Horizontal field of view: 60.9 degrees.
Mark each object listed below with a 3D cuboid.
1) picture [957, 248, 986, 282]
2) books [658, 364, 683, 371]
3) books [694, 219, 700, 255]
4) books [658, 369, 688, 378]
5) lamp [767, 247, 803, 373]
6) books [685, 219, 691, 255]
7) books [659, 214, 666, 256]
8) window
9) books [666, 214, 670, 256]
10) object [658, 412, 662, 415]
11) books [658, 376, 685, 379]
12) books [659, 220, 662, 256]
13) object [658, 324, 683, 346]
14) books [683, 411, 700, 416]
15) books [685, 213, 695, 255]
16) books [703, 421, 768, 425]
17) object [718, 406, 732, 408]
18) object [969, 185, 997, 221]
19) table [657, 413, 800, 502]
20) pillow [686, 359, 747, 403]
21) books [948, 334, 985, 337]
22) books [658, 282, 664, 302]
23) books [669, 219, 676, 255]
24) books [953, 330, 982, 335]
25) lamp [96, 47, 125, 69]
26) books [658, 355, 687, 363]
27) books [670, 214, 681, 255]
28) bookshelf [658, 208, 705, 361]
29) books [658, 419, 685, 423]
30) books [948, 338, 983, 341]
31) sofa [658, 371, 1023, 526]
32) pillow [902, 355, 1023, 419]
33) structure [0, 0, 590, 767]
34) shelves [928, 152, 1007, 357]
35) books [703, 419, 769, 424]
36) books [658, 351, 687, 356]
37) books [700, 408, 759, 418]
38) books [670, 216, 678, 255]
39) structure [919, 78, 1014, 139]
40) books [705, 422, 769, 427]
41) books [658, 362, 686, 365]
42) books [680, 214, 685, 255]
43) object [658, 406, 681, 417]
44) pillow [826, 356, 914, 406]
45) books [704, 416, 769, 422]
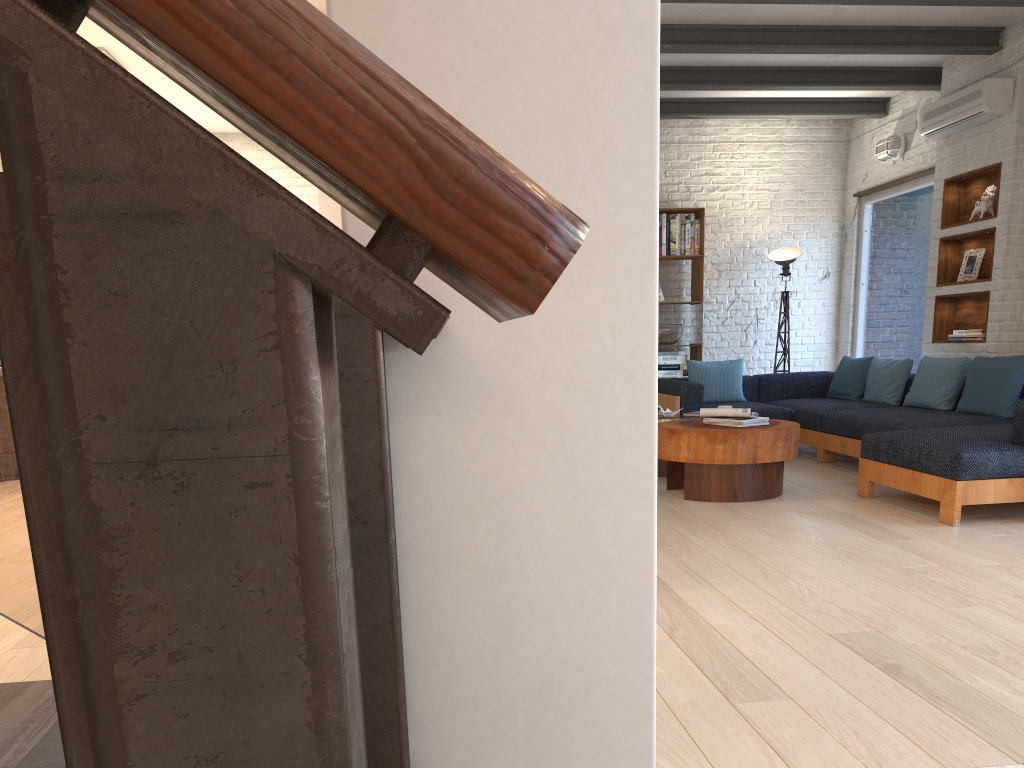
[{"bbox_3d":[3.555,-0.915,6.729,0.102,0.252,0.188,-5,10,-16],"label":"picture"},{"bbox_3d":[1.494,-0.166,8.631,0.326,0.057,0.249,-2,3,-12],"label":"books"},{"bbox_3d":[1.752,-1.401,8.432,0.055,0.339,0.247,-3,9,-7],"label":"books"},{"bbox_3d":[1.522,-0.106,8.659,0.378,0.066,0.239,-3,4,-20],"label":"books"},{"bbox_3d":[2.834,-0.395,8.402,0.499,1.901,0.851,-10,14,-34],"label":"lamp"},{"bbox_3d":[1.658,-1.396,8.400,0.055,0.339,0.247,-3,9,-7],"label":"books"},{"bbox_3d":[1.425,-1.415,8.364,0.036,0.395,0.236,-3,10,-7],"label":"books"},{"bbox_3d":[4.361,-2.474,2.354,0.647,6.571,12.030,-3,5,-7],"label":"window"},{"bbox_3d":[1.461,-1.417,8.378,0.036,0.395,0.236,-3,10,-7],"label":"books"},{"bbox_3d":[1.062,0.235,6.849,0.299,0.028,0.067,-3,4,-29],"label":"object"},{"bbox_3d":[1.510,-0.046,8.686,0.362,0.057,0.275,-2,3,-4],"label":"books"},{"bbox_3d":[1.377,-1.387,8.385,0.055,0.339,0.247,-3,9,-7],"label":"books"},{"bbox_3d":[1.484,-0.481,8.600,0.401,0.207,0.392,2,6,35],"label":"object"},{"bbox_3d":[1.453,0.229,6.757,0.161,0.023,0.227,1,4,42],"label":"books"},{"bbox_3d":[1.704,-1.426,8.405,0.036,0.395,0.236,-3,10,-7],"label":"books"},{"bbox_3d":[1.435,0.240,5.597,0.249,0.011,0.314,-4,3,-37],"label":"books"},{"bbox_3d":[1.509,0.211,6.180,0.108,0.111,0.105,-1,8,9],"label":"object"},{"bbox_3d":[3.538,-1.352,6.535,0.112,0.250,0.209,-2,9,1],"label":"object"},{"bbox_3d":[1.290,0.468,6.148,1.076,0.458,1.784,-2,3,-1],"label":"table"},{"bbox_3d":[1.842,-0.022,7.870,0.555,0.421,0.216,-3,11,-7],"label":"pillow"},{"bbox_3d":[3.537,-0.375,6.769,0.171,0.019,0.230,-2,3,-5],"label":"books"},{"bbox_3d":[1.370,-0.953,8.464,0.158,0.339,0.247,-3,9,-7],"label":"books"},{"bbox_3d":[1.510,-1.390,8.375,0.055,0.339,0.247,-3,9,-7],"label":"books"},{"bbox_3d":[3.537,-0.402,6.770,0.132,0.035,0.200,-2,3,3],"label":"books"},{"bbox_3d":[-2.705,-1.942,5.462,0.450,0.175,0.439,-2,4,-7],"label":"lamp"},{"bbox_3d":[1.513,-0.250,8.645,0.379,0.066,0.238,-2,3,-12],"label":"books"},{"bbox_3d":[1.572,-1.422,8.404,0.036,0.395,0.236,-3,10,-7],"label":"books"},{"bbox_3d":[1.166,-0.530,8.518,1.316,2.269,0.352,-3,12,-6],"label":"bookshelf"},{"bbox_3d":[1.111,0.269,6.279,0.318,0.011,0.246,-2,3,6],"label":"books"},{"bbox_3d":[3.529,-0.349,6.786,0.162,0.017,0.246,-2,3,3],"label":"books"},{"bbox_3d":[2.490,0.307,6.379,2.077,0.678,3.855,-2,3,-7],"label":"sofa"},{"bbox_3d":[3.206,-0.003,6.191,0.254,0.427,1.182,-3,4,-7],"label":"pillow"},{"bbox_3d":[-0.666,-1.147,1.543,10.143,4.256,13.519,-2,4,-7],"label":"structure"},{"bbox_3d":[3.550,-0.935,6.675,0.192,1.470,0.744,-3,11,-7],"label":"shelves"},{"bbox_3d":[1.430,0.230,5.577,0.249,0.011,0.314,-4,3,-37],"label":"books"},{"bbox_3d":[1.507,-0.301,8.629,0.379,0.037,0.238,-2,3,-6],"label":"books"},{"bbox_3d":[1.408,0.204,5.639,0.321,0.112,0.266,0,5,26],"label":"books"},{"bbox_3d":[1.546,-1.407,8.390,0.021,0.370,0.264,-3,9,-7],"label":"books"},{"bbox_3d":[3.321,-2.012,6.416,0.200,0.225,0.795,-3,4,-7],"label":"structure"},{"bbox_3d":[1.439,0.251,5.585,0.250,0.011,0.313,-3,3,-27],"label":"books"},{"bbox_3d":[1.508,-0.206,8.636,0.444,0.021,0.265,-2,3,-6],"label":"books"},{"bbox_3d":[1.611,-1.423,8.395,0.036,0.395,0.236,-3,10,-7],"label":"books"},{"bbox_3d":[1.204,0.205,6.686,0.186,0.094,0.189,0,5,19],"label":"object"},{"bbox_3d":[3.060,-0.036,7.506,0.243,0.409,1.080,-3,4,-8],"label":"pillow"},{"bbox_3d":[1.430,0.220,5.566,0.250,0.011,0.313,-4,3,-32],"label":"books"}]
